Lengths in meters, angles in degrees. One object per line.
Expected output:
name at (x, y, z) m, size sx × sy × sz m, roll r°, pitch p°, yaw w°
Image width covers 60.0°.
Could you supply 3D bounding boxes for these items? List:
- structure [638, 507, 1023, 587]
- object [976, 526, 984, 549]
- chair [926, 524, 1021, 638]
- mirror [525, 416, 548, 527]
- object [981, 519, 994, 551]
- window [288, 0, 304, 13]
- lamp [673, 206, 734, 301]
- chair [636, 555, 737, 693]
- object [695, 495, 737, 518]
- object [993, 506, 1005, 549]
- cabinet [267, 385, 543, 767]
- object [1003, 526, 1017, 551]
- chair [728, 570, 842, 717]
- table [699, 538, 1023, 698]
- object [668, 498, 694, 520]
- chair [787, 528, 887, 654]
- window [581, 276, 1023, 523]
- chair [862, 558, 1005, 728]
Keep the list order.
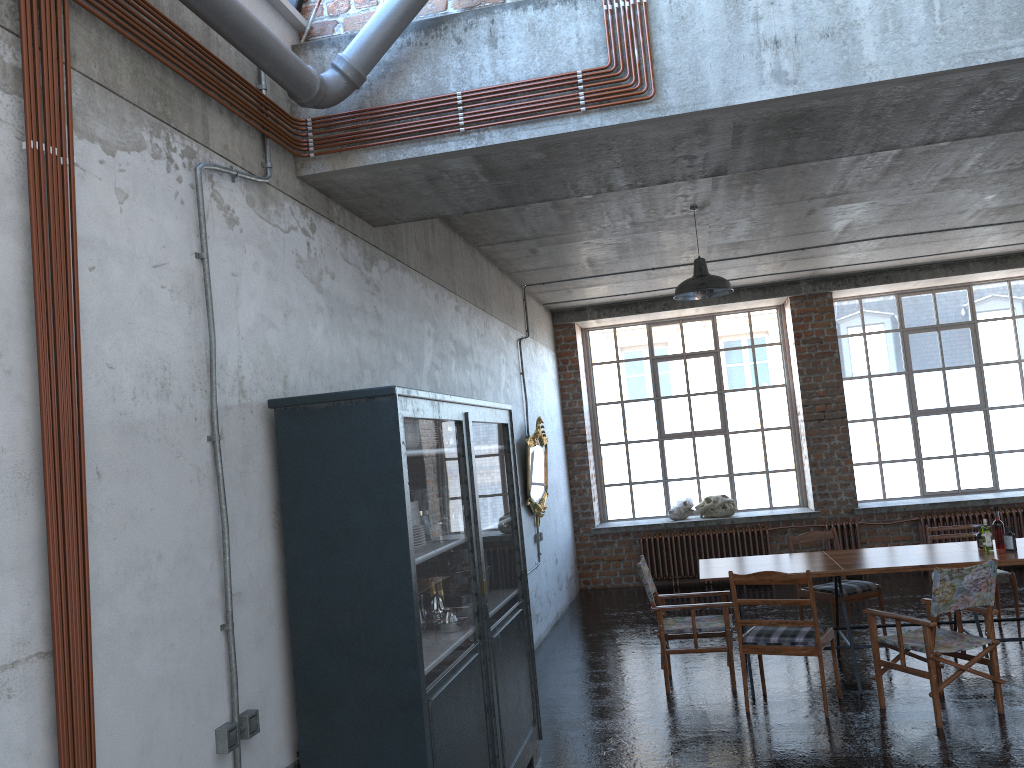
structure at (4.322, 2.121, 11.491) m, size 5.349 × 0.713 × 0.232 m, roll -6°, pitch -4°, yaw 11°
object at (3.643, 1.191, 6.876) m, size 0.077 × 0.173 × 0.077 m, roll -5°, pitch -4°, yaw -3°
chair at (4.079, 1.751, 7.896) m, size 0.589 × 0.971 × 0.577 m, roll -6°, pitch -4°, yaw 11°
mirror at (0.299, 0.946, 9.602) m, size 0.172 × 1.182 × 1.339 m, roll -6°, pitch -4°, yaw 11°
object at (3.621, 1.149, 6.765) m, size 0.070 × 0.235 × 0.041 m, roll -6°, pitch -4°, yaw 11°
window at (-1.592, -3.282, 0.577) m, size 0.994 × 2.404 × 8.048 m, roll -6°, pitch -4°, yaw 11°
lamp at (1.570, -1.192, 7.499) m, size 0.502 × 0.891 × 0.502 m, roll -7°, pitch -5°, yaw 15°
chair at (1.430, 1.914, 7.175) m, size 0.713 × 1.031 × 0.574 m, roll -6°, pitch -4°, yaw 11°
object at (2.779, 1.681, 12.207) m, size 0.418 × 0.305 × 0.625 m, roll -4°, pitch -5°, yaw -15°
object at (3.724, 1.098, 6.787) m, size 0.075 × 0.324 × 0.075 m, roll -9°, pitch -5°, yaw 36°
cabinet at (-0.408, 1.242, 4.762) m, size 0.572 × 2.297 × 2.386 m, roll -6°, pitch -4°, yaw 11°
object at (3.734, 1.160, 6.652) m, size 0.051 × 0.180 × 0.097 m, roll -4°, pitch -5°, yaw -17°
chair at (1.960, 1.814, 6.353) m, size 0.573 × 1.028 × 0.509 m, roll -8°, pitch -5°, yaw 31°
table at (3.085, 1.791, 6.880) m, size 3.112 × 0.917 × 1.067 m, roll -6°, pitch -4°, yaw 11°
object at (2.356, 1.744, 12.355) m, size 0.281 × 0.281 × 0.575 m, roll -9°, pitch -6°, yaw 37°
chair at (2.919, 1.848, 7.964) m, size 0.573 × 1.028 × 0.509 m, roll -3°, pitch -5°, yaw -24°
window at (8.637, 1.462, 11.832) m, size 19.864 × 12.900 × 0.747 m, roll -6°, pitch -4°, yaw 11°
chair at (2.833, 1.686, 5.925) m, size 0.574 × 1.031 × 0.713 m, roll -4°, pitch -5°, yaw -19°
